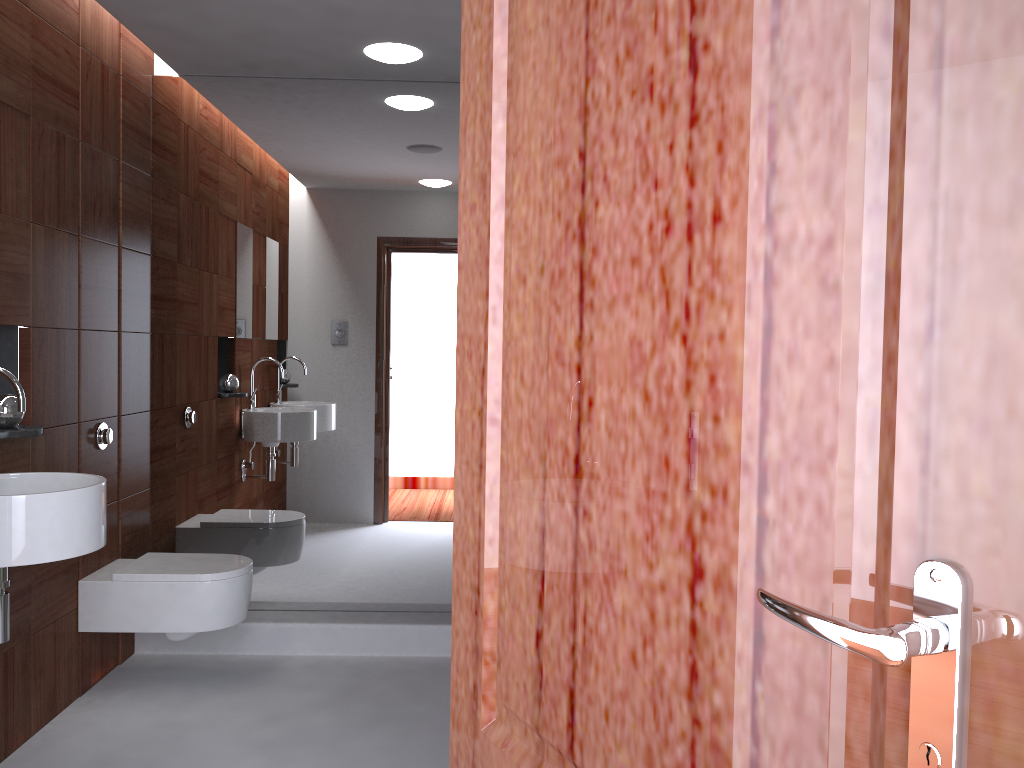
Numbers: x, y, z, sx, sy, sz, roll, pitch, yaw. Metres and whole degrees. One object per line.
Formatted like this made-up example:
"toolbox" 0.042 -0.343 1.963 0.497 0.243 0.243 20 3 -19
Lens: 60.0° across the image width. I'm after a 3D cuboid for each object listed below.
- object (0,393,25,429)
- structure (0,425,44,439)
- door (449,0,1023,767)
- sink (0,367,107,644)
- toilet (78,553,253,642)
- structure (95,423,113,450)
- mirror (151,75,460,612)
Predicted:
"object" -1.441 0.101 1.924 0.104 0.104 1.350 1 2 -1
"structure" -1.470 0.137 2.550 0.222 0.023 0.220 1 2 -11
"door" 0.081 0.177 0.701 0.095 1.780 0.708 0 2 -25
"sink" -1.257 0.309 2.248 0.417 0.715 0.415 1 2 -1
"toilet" -1.219 0.790 3.211 0.547 0.284 0.329 1 2 -1
"structure" -1.463 0.188 3.191 0.034 0.098 0.098 1 2 -1
"mirror" -0.760 -0.149 3.661 1.433 2.183 0.019 1 2 -1
